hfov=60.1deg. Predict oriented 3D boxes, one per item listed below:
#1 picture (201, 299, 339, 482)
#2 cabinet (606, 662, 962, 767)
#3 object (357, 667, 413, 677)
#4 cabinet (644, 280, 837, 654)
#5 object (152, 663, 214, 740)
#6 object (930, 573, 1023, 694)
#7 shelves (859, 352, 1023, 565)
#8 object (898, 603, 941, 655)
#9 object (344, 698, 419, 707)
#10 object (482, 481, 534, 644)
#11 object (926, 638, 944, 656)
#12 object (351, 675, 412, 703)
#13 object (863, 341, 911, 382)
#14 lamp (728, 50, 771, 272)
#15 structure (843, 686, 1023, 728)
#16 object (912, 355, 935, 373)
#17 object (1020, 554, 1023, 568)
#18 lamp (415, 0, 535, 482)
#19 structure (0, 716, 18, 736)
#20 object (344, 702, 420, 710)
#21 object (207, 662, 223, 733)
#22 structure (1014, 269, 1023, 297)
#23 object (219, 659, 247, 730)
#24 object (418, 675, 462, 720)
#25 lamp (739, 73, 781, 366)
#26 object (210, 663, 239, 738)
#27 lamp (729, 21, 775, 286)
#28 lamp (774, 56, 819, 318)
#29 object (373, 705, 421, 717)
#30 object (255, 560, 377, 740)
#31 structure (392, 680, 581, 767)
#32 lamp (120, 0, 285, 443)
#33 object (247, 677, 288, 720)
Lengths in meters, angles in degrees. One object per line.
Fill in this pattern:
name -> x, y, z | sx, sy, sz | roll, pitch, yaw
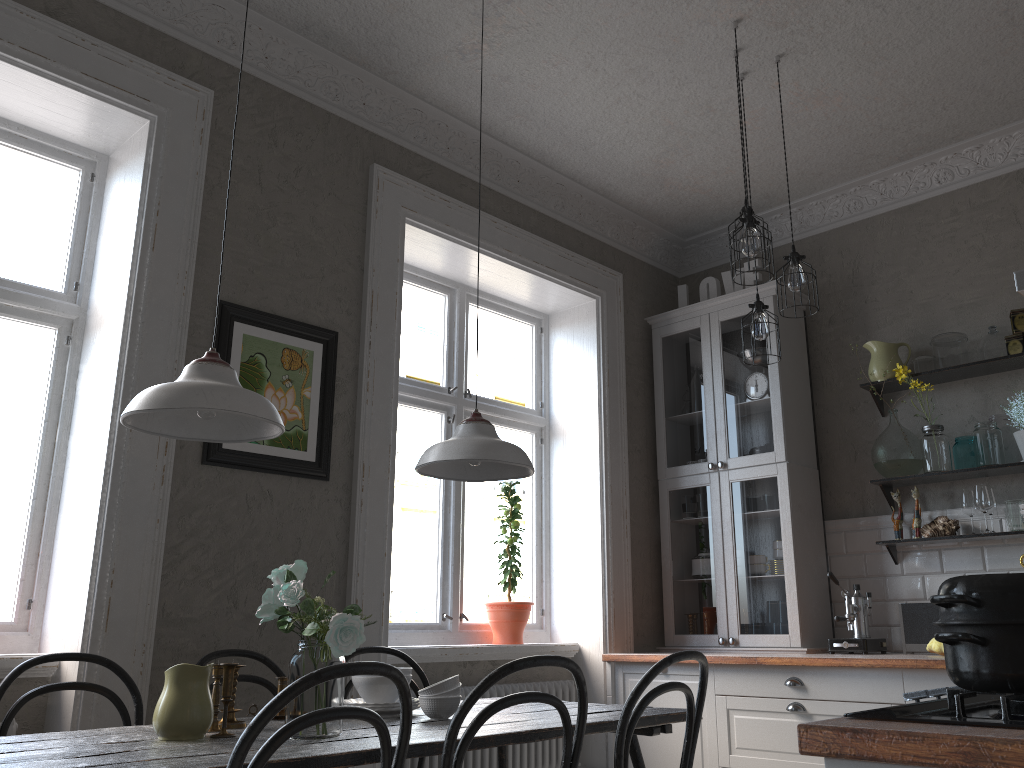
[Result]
picture -> -0.902, 0.035, 3.380 | 0.019, 0.619, 0.532 | -14, -21, 42
cabinet -> 1.411, 1.250, 2.504 | 1.987, 0.854, 4.196 | -1, -16, 1
object -> -0.389, 0.899, 2.648 | 0.176, 0.094, 0.183 | -11, -19, 34
cabinet -> 1.226, 0.491, 4.849 | 0.861, 1.921, 0.396 | -14, -21, 42
object -> -0.788, 0.755, 2.118 | 0.149, 0.170, 0.136 | -1, -16, 5
object -> 0.662, 0.329, 1.174 | 0.187, 0.147, 0.196 | -7, -17, 23
shelves -> 2.299, 0.345, 4.010 | 1.289, 0.923, 0.233 | -15, -22, 42
object -> 1.921, 1.088, 3.945 | 0.344, 0.226, 0.090 | -15, -22, 42
object -> -0.389, 0.953, 2.633 | 0.241, 0.027, 0.234 | 6, -17, -22
object -> -0.017, 0.897, 4.494 | 0.263, 0.813, 0.257 | 5, -16, -18
object -> 1.845, 1.099, 3.719 | 0.193, 0.083, 0.193 | -15, -21, 43
object -> -0.390, 0.918, 2.642 | 0.176, 0.094, 0.183 | -11, -19, 34
object -> 1.892, -0.109, 4.470 | 0.176, 0.216, 0.187 | 10, -18, -31
lamp -> 0.936, -1.298, 3.689 | 0.144, 1.735, 0.149 | -9, -18, 30
structure -> 0.816, 0.428, 1.200 | 0.486, 0.031, 0.618 | -15, -21, 42
object -> 2.045, -0.077, 4.391 | 0.101, 0.111, 0.105 | -15, -21, 42
object -> 2.188, 0.910, 3.672 | 0.346, 0.425, 0.358 | -9, -18, 28
lamp -> -0.112, -0.612, 3.056 | 0.387, 1.858, 0.372 | 12, -20, -37
structure -> -1.927, 1.107, 2.247 | 0.146, 0.428, 1.248 | -14, -20, 41
object -> -0.389, 0.961, 2.631 | 0.235, 0.027, 0.239 | -4, -16, 12
object -> -0.751, 0.790, 2.247 | 0.063, 0.172, 0.061 | 7, -17, -23
structure -> 1.675, -0.978, 2.280 | 0.698, 1.595, 0.727 | -14, -21, 42
object -> -0.742, 0.816, 2.337 | 0.094, 0.172, 0.097 | -7, -17, 25
object -> -0.207, 0.893, 2.528 | 0.130, 0.119, 0.122 | 9, -18, -29
lamp -> 1.000, -0.928, 3.753 | 0.145, 1.735, 0.148 | -3, -16, 11
object -> -0.690, 0.763, 2.140 | 0.060, 0.167, 0.058 | 10, -18, -31
lamp -> 0.889, -1.221, 3.479 | 0.146, 1.735, 0.147 | 0, -16, 1
lamp -> 1.121, -1.114, 3.678 | 0.144, 1.735, 0.149 | -9, -18, 30
object -> -0.389, 0.970, 2.628 | 0.241, 0.027, 0.233 | 8, -18, -27
object -> -0.474, 0.632, 2.137 | 0.305, 0.414, 0.256 | -14, -21, 41
structure -> -0.120, 1.595, 4.034 | 0.146, 0.428, 1.248 | -14, -20, 41
lamp -> -0.750, -0.784, 2.426 | 0.382, 1.858, 0.377 | 3, -16, -8
object -> -0.675, 0.918, 2.595 | 0.137, 0.112, 0.142 | -8, -17, 26
